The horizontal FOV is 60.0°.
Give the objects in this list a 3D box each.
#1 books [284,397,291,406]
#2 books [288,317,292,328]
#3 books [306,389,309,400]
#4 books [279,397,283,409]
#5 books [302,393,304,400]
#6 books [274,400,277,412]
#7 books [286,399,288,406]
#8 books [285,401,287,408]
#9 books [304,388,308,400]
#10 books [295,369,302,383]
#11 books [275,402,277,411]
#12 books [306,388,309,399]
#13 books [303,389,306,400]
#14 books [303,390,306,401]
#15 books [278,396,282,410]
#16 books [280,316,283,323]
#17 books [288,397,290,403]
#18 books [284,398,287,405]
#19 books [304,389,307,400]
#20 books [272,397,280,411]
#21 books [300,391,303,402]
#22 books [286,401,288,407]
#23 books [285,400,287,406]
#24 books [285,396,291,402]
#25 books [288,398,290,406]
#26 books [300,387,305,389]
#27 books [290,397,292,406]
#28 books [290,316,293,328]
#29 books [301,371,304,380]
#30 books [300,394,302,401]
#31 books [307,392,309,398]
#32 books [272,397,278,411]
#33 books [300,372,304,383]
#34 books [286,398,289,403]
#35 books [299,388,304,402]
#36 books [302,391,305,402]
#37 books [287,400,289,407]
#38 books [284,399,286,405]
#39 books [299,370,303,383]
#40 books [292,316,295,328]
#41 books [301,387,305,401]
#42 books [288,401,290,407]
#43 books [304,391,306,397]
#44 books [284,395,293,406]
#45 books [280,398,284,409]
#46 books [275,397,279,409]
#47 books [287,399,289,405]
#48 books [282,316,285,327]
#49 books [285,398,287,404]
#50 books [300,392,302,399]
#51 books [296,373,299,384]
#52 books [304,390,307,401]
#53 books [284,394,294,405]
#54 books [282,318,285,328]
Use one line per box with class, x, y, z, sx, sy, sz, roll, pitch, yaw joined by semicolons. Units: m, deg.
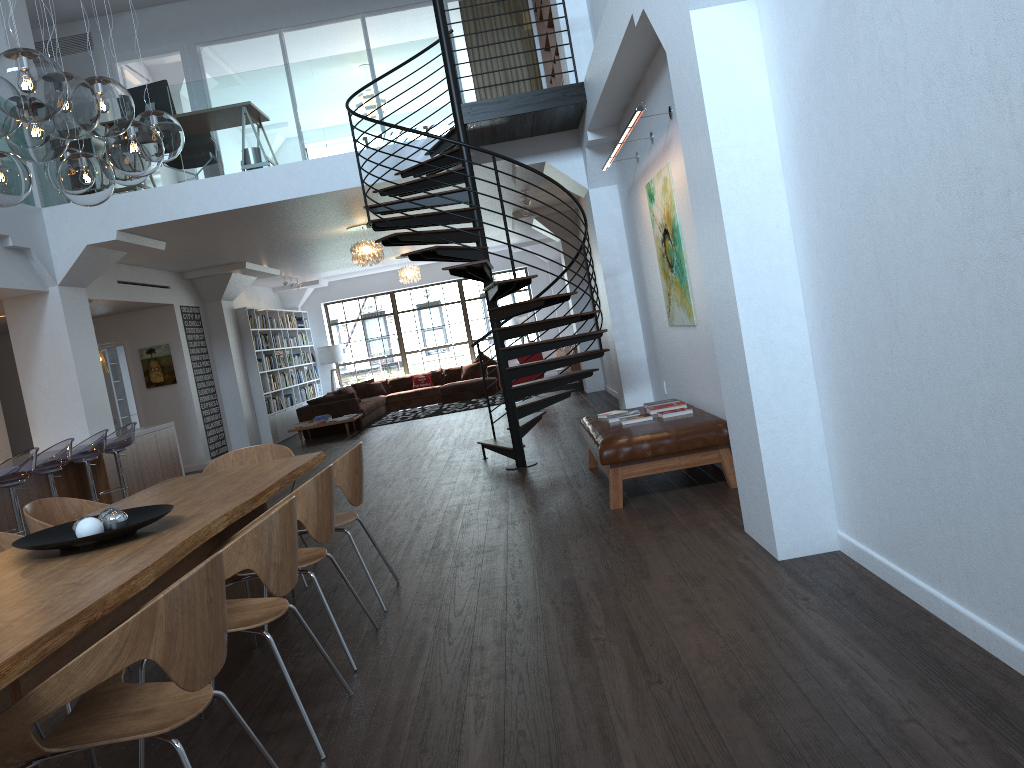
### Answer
books;-4.309;0.344;16.945;0.139;0.191;0.036;-10;4;1
books;-4.585;-1.233;18.053;0.171;0.246;0.057;-10;4;1
books;-4.320;0.221;18.336;0.180;0.259;0.060;-10;4;0
books;-4.319;0.368;16.276;0.174;0.236;0.142;-10;4;0
books;-4.312;0.249;17.951;0.160;0.250;0.026;-10;4;0
books;-4.316;0.399;15.879;0.161;0.223;0.033;-10;4;1
books;-4.297;0.375;16.751;0.110;0.153;0.019;-10;4;1
books;-4.307;0.371;16.640;0.128;0.178;0.022;-10;4;1
books;-4.312;0.228;18.253;0.183;0.253;0.034;-10;4;0
books;-4.396;-0.145;18.031;0.197;0.290;0.136;-10;4;1
books;-4.309;0.405;15.912;0.161;0.223;0.030;-10;4;0
books;-4.316;0.222;18.378;0.160;0.250;0.026;-10;4;0
books;-4.314;0.239;18.092;0.183;0.253;0.034;-10;4;0
books;-4.318;0.242;18.059;0.183;0.253;0.034;-10;4;0
books;-4.320;0.365;16.185;0.183;0.253;0.042;-10;4;1
books;-4.590;-1.195;17.447;0.160;0.251;0.031;-10;4;1
books;-4.305;0.352;16.916;0.128;0.178;0.021;-10;4;1
books;-4.316;0.366;16.688;0.134;0.184;0.030;-10;4;1
books;-4.322;0.239;18.214;0.174;0.240;0.045;-10;4;0
books;-4.326;0.368;16.099;0.180;0.259;0.042;-10;4;1
books;-4.324;0.268;17.854;0.168;0.231;0.037;-10;4;0
books;-4.305;0.368;16.733;0.109;0.171;0.018;-10;4;1
books;-4.309;0.370;16.662;0.128;0.178;0.021;-10;4;1
books;-4.315;0.338;16.977;0.146;0.202;0.027;-10;4;1
books;-4.305;0.357;16.889;0.126;0.173;0.032;-10;4;1
books;-4.325;0.209;18.287;0.176;0.290;0.036;-10;4;0
books;-4.306;0.335;17.004;0.146;0.202;0.027;-10;4;1
books;-4.588;-1.242;18.135;0.183;0.253;0.034;-10;4;1
books;-4.386;-0.141;18.236;0.170;0.251;0.118;-10;4;1
books;-4.324;0.268;17.787;0.174;0.240;0.045;-10;4;0
books;-4.315;0.234;18.405;0.161;0.223;0.027;-10;4;0
books;-4.324;0.380;15.947;0.183;0.253;0.042;-10;4;1
books;-4.382;-0.134;18.183;0.174;0.242;0.105;-10;4;1
books;-4.295;0.361;16.839;0.107;0.167;0.017;-10;4;1
books;-4.329;0.238;17.904;0.198;0.284;0.066;-10;4;0
books;-4.307;0.261;17.977;0.161;0.223;0.026;-10;4;0
books;-4.301;0.366;16.788;0.120;0.167;0.020;-10;4;1
books;-4.315;0.363;16.619;0.127;0.200;0.020;-10;4;1
books;-4.392;-0.151;18.094;0.176;0.293;0.125;-10;4;1
books;-4.584;-1.254;18.304;0.183;0.253;0.034;-10;4;1
books;-4.322;0.227;18.014;0.176;0.290;0.053;-10;4;0
books;-4.304;0.361;16.861;0.122;0.169;0.023;-10;4;1
books;-4.316;0.240;18.137;0.171;0.246;0.057;-10;4;0
books;-4.311;0.330;17.086;0.146;0.202;0.027;-10;4;1
books;-4.309;0.377;16.333;0.161;0.207;0.135;-10;4;0
books;-4.323;0.375;16.059;0.160;0.251;0.039;-10;4;1
books;-4.294;0.365;16.815;0.106;0.162;0.032;-10;4;1
books;-4.586;-1.200;17.514;0.160;0.251;0.039;-10;4;1
books;-4.314;0.367;16.713;0.128;0.178;0.022;-10;4;1
books;-4.312;0.272;17.822;0.161;0.223;0.026;-10;4;0
books;-4.382;-0.112;17.740;0.182;0.255;0.077;-10;4;1
books;-4.313;0.248;18.180;0.161;0.223;0.027;-10;4;0
books;-4.317;0.311;17.169;0.140;0.231;0.042;-10;4;1
books;-4.578;-1.185;17.479;0.161;0.223;0.032;-10;4;1
